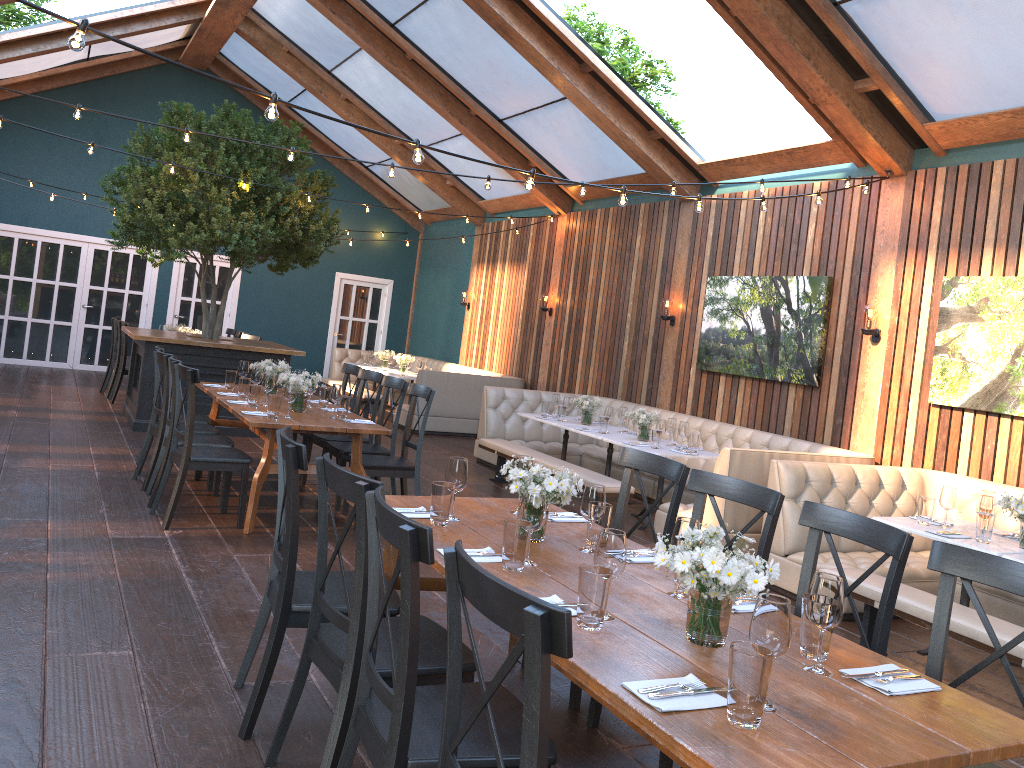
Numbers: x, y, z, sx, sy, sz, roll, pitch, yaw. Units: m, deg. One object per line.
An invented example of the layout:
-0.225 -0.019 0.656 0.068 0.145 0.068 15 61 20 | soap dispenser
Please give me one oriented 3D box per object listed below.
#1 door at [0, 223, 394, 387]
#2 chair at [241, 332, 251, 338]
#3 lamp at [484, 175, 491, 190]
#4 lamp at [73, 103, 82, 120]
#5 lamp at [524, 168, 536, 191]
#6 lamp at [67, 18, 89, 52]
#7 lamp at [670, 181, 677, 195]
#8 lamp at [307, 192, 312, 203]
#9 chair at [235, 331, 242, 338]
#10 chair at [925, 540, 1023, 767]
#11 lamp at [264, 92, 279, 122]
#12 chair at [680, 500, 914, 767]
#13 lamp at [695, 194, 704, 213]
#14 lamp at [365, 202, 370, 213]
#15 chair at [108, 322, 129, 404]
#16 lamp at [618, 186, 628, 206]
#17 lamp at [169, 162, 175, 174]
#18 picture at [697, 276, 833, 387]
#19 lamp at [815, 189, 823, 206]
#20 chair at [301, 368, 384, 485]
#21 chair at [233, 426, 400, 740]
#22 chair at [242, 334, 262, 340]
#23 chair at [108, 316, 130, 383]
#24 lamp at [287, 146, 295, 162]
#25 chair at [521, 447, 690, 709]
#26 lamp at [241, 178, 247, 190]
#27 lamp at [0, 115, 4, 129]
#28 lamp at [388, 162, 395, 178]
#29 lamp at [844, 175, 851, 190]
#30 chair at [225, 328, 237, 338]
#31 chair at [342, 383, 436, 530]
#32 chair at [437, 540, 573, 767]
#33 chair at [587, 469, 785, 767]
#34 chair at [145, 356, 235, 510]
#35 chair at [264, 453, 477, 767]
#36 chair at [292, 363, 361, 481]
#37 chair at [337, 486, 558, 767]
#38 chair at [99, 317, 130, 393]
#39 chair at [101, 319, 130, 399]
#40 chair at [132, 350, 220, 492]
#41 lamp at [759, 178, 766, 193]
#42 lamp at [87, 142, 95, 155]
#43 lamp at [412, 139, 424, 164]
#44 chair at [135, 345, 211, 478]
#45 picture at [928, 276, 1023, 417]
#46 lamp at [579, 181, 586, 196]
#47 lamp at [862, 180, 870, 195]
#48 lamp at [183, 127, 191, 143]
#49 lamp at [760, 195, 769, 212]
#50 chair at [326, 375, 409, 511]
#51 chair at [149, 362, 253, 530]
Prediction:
-6.033 -1.240 15.170 8.146 2.210 0.174 5 0 -28 | door
-3.960 -0.220 12.368 0.538 1.020 0.479 7 0 -28 | chair
-0.190 -1.587 6.985 0.056 0.117 0.067 7 0 26 | lamp
-3.142 -1.972 6.402 0.056 0.121 0.056 7 0 -19 | lamp
0.095 -1.081 4.686 0.056 0.120 0.056 7 0 -9 | lamp
-1.505 -1.212 3.064 0.056 0.120 0.056 7 0 22 | lamp
1.318 -1.595 7.230 0.063 0.118 0.057 7 0 -34 | lamp
-2.209 -2.035 9.650 0.059 0.119 0.056 7 0 -42 | lamp
-4.218 -0.281 12.866 0.538 1.020 0.479 7 0 -23 | chair
1.191 0.997 2.427 0.538 1.020 0.479 7 0 -28 | chair
-0.977 -1.131 3.609 0.056 0.121 0.056 7 0 -29 | lamp
0.933 0.936 2.924 0.538 1.020 0.479 7 0 -23 | chair
1.214 -1.169 5.723 0.056 0.121 0.056 7 0 0 | lamp
-1.657 -2.029 10.176 0.060 0.119 0.056 7 0 -4 | lamp
-4.790 -0.261 11.301 0.538 1.020 0.479 7 0 -28 | chair
0.656 -1.105 5.204 0.056 0.121 0.056 7 0 -40 | lamp
-3.294 -2.097 8.588 0.056 0.121 0.056 7 0 43 | lamp
2.414 -0.558 8.652 0.065 0.998 1.657 7 2 -28 | picture
2.339 -1.418 6.736 0.060 0.119 0.056 7 0 -5 | lamp
-1.409 0.383 7.444 0.537 1.020 0.479 7 0 -33 | chair
-0.695 0.711 3.326 0.538 1.020 0.479 7 0 -20 | chair
-3.713 -0.159 11.847 0.537 1.020 0.479 7 0 -45 | chair
-5.548 -0.442 12.799 0.538 1.020 0.479 7 0 -22 | chair
-1.670 -1.740 6.691 0.056 0.121 0.056 7 0 37 | lamp
0.419 0.815 3.918 0.538 1.020 0.479 7 0 -28 | chair
-2.760 -2.061 9.130 0.056 0.121 0.056 7 0 -3 | lamp
-4.353 -2.225 7.508 0.056 0.120 0.056 7 0 28 | lamp
-0.927 -1.651 6.833 0.056 0.121 0.056 7 0 -13 | lamp
2.822 -1.691 7.433 0.056 0.121 0.056 7 0 -6 | lamp
-4.475 -0.342 13.362 0.537 1.020 0.479 7 0 -33 | chair
-0.894 0.505 6.451 0.538 1.020 0.479 7 0 -23 | chair
0.082 0.893 1.845 0.538 1.020 0.479 7 0 -28 | chair
0.676 0.876 3.421 0.537 1.020 0.479 7 0 -33 | chair
-2.275 0.338 6.357 0.538 1.020 0.479 7 0 -25 | chair
-0.409 0.775 2.836 0.537 1.020 0.479 7 0 -31 | chair
-1.666 0.322 7.941 0.538 1.020 0.479 7 0 -28 | chair
-0.181 0.832 2.338 0.538 1.020 0.479 7 0 -22 | chair
-5.360 -0.388 12.265 0.538 1.020 0.479 7 0 -23 | chair
-5.090 -0.326 11.776 0.537 1.020 0.479 7 0 -33 | chair
-2.554 0.276 6.843 0.537 1.020 0.479 7 0 -33 | chair
2.077 -1.640 7.329 0.056 0.120 0.056 7 0 15 | lamp
-3.833 -2.150 8.056 0.056 0.120 0.056 7 0 -40 | lamp
-0.435 -1.089 4.144 0.056 0.120 0.056 7 0 -22 | lamp
-2.779 0.218 7.356 0.538 1.020 0.479 7 0 -23 | chair
3.702 -0.254 6.180 0.065 0.998 1.657 7 2 -28 | picture
0.572 -1.566 7.099 0.056 0.121 0.056 7 0 -7 | lamp
2.895 -1.604 7.231 0.062 0.119 0.057 7 0 -45 | lamp
-2.406 -1.845 6.556 0.056 0.121 0.056 7 0 13 | lamp
1.775 -1.273 6.235 0.071 0.116 0.056 7 0 -6 | lamp
-1.151 0.444 6.947 0.538 1.020 0.479 7 0 -28 | chair
-2.018 0.399 5.860 0.537 1.020 0.479 7 0 -33 | chair
